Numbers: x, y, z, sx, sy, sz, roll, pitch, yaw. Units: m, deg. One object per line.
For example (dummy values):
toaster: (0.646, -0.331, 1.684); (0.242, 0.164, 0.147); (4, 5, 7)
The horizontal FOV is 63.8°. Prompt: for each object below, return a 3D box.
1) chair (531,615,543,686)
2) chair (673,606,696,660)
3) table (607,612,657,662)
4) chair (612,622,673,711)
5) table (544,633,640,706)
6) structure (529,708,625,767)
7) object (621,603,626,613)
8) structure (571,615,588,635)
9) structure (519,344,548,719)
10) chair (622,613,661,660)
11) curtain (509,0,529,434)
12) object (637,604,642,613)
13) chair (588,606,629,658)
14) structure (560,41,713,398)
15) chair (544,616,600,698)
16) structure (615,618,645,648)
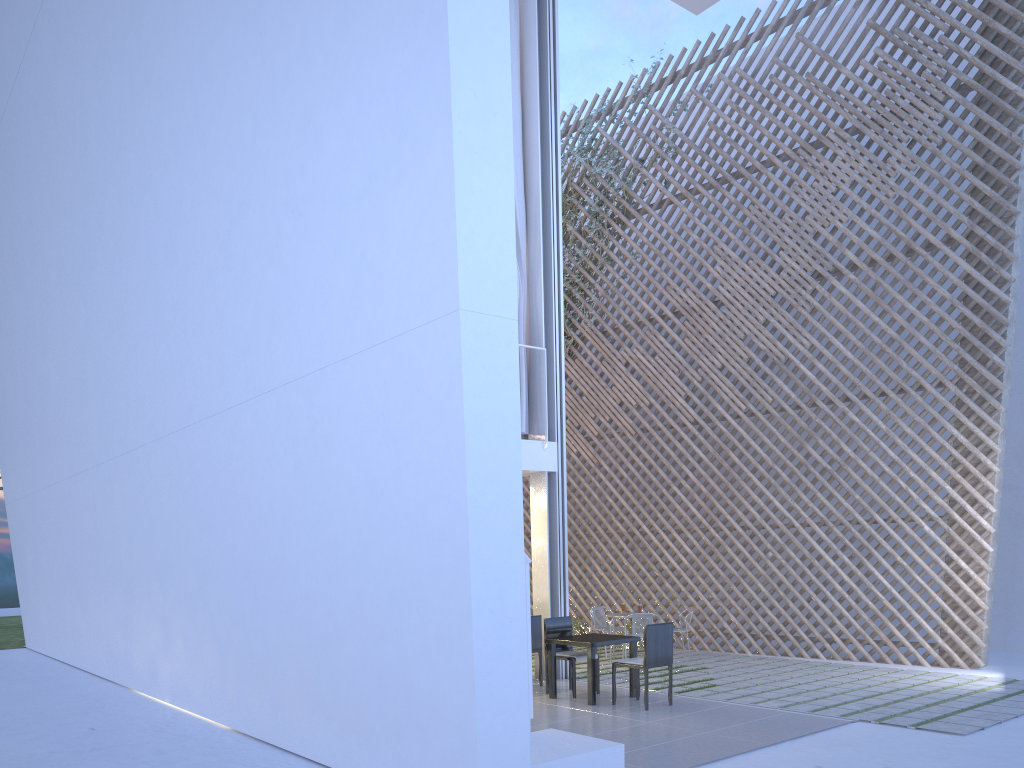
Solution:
chair: (0.027, 1.559, 4.799); (0.187, 0.449, 0.235); (-7, 8, -39)
chair: (1.169, 1.758, 5.818); (0.249, 0.388, 0.254); (-2, 3, 1)
table: (0.846, 1.787, 5.813); (0.350, 0.340, 0.343); (-2, -1, 13)
chair: (0.644, 1.392, 4.083); (0.187, 0.449, 0.235); (-7, 8, -39)
table: (0.425, 1.499, 4.344); (0.355, 0.337, 0.353); (-1, -1, -39)
structure: (-0.503, 0.023, 4.158); (1.691, 3.381, 3.668); (-7, 2, -40)
object: (0.796, 1.599, 5.869); (0.032, 0.079, 0.030); (-1, 7, 6)
structure: (0.569, 2.103, 7.044); (0.264, 0.265, 0.262); (-1, -1, -31)
structure: (0.121, 0.515, 3.809); (1.343, 1.826, 1.438); (-4, 3, -39)
chair: (0.868, 1.697, 5.479); (0.263, 0.389, 0.240); (-1, 4, 6)
curtain: (-0.123, -0.950, 4.425); (0.498, 2.479, 0.095); (-10, 13, -40)
object: (0.885, 1.560, 5.696); (0.032, 0.079, 0.030); (-1, 7, 6)
chair: (0.702, 1.829, 6.094); (0.258, 0.388, 0.245); (-5, 5, -39)
structure: (0.551, -0.857, 6.629); (2.362, 2.788, 0.714); (-1, 7, 42)
chair: (0.328, 1.482, 4.471); (0.187, 0.449, 0.235); (-7, 8, -39)
structure: (0.990, 1.954, 6.549); (0.317, 0.330, 0.290); (-2, 0, 36)
